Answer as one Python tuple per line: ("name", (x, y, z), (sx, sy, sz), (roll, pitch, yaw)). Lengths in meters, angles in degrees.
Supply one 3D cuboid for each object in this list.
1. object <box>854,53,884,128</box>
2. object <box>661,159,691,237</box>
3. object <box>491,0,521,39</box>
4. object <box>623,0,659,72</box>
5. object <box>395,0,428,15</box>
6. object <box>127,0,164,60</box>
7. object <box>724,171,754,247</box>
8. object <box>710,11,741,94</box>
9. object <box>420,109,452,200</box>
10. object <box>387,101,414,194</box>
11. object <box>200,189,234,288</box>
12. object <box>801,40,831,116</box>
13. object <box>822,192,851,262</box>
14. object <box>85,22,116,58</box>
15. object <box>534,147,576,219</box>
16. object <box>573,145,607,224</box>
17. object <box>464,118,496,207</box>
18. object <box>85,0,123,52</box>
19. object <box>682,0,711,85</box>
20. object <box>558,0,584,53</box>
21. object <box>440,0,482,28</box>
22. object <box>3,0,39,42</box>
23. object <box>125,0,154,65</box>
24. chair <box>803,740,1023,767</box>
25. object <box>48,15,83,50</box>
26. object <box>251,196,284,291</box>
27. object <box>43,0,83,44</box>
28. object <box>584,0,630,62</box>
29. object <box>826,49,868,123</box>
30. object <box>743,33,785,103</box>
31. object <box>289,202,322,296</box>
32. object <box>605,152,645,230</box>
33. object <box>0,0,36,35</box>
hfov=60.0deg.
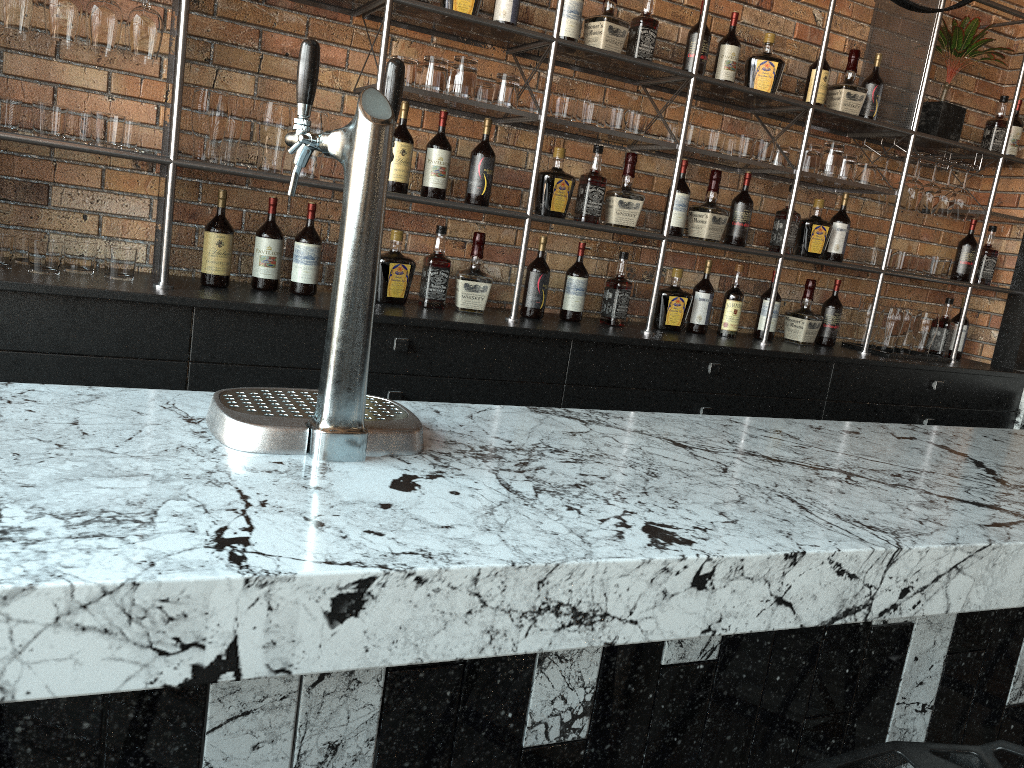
("object", (1.502, -1.225, 3.705), (0.086, 0.297, 0.086), (13, 11, 21))
("object", (0.642, -0.717, 3.424), (0.086, 0.298, 0.086), (13, 11, 21))
("object", (-0.010, -1.316, 2.959), (0.086, 0.298, 0.086), (13, 11, 21))
("object", (0.474, -1.278, 3.189), (0.083, 0.282, 0.083), (3, 12, -27))
("object", (-0.302, -1.323, 2.800), (0.083, 0.282, 0.083), (-1, 14, -41))
("object", (-1.002, -1.024, 2.433), (0.092, 0.244, 0.092), (5, 11, -21))
("object", (0.921, -0.700, 3.559), (0.086, 0.299, 0.086), (13, 11, 21))
("object", (0.829, -1.271, 3.398), (0.086, 0.298, 0.086), (13, 11, 21))
("object", (-0.249, -0.775, 3.003), (0.086, 0.298, 0.086), (13, 11, 21))
("object", (-0.369, -0.775, 2.916), (0.086, 0.299, 0.086), (13, 11, 21))
("object", (-0.906, -0.450, 2.739), (0.086, 0.299, 0.086), (13, 11, 21))
("object", (1.235, -1.241, 3.575), (0.086, 0.299, 0.086), (13, 11, 21))
("object", (1.407, -0.672, 3.814), (0.086, 0.298, 0.086), (13, 11, 21))
("object", (-1.165, -1.066, 2.531), (0.092, 0.244, 0.092), (5, 11, -21))
("object", (0.154, -0.718, 3.177), (0.151, 0.248, 0.094), (1, 13, -37))
("object", (0.294, -0.728, 3.243), (0.083, 0.282, 0.083), (3, 12, -27))
("object", (-0.102, -0.760, 3.046), (0.086, 0.297, 0.086), (13, 11, 21))
("object", (-1.095, -1.029, 2.387), (0.092, 0.244, 0.092), (5, 11, -21))
("object", (0.694, -1.274, 3.300), (0.086, 0.299, 0.086), (13, 11, 21))
("object", (0.202, -1.303, 3.059), (0.086, 0.298, 0.086), (13, 11, 21))
("object", (-0.161, -1.297, 2.875), (0.151, 0.248, 0.094), (4, 11, -23))
("object", (-1.352, -1.077, 2.438), (0.092, 0.244, 0.092), (5, 11, -21))
("object", (-1.072, -1.061, 2.578), (0.092, 0.244, 0.092), (5, 11, -21))
("chair", (0.402, 0.755, 1.069), (0.475, 0.737, 0.414), (2, 12, -31))
("object", (-1.253, -1.072, 2.487), (0.092, 0.244, 0.092), (5, 11, -21))
("object", (-0.776, -0.449, 2.832), (0.086, 0.298, 0.086), (13, 11, 21))
("object", (-1.183, -1.034, 2.343), (0.092, 0.244, 0.092), (5, 11, -21))
("object", (0.336, -1.281, 3.105), (0.123, 0.279, 0.123), (1, 13, -38))
("object", (1.374, -1.219, 3.625), (0.123, 0.279, 0.123), (5, 11, -18))
("object", (0.981, -1.230, 3.447), (0.151, 0.248, 0.094), (9, 10, 2))
("object", (-0.660, -0.437, 2.864), (0.086, 0.298, 0.086), (13, 11, 21))
("object", (0.423, -0.715, 3.294), (0.123, 0.279, 0.123), (6, 11, -13))
("object", (-1.281, -1.040, 2.293), (0.092, 0.244, 0.092), (5, 11, -21))
